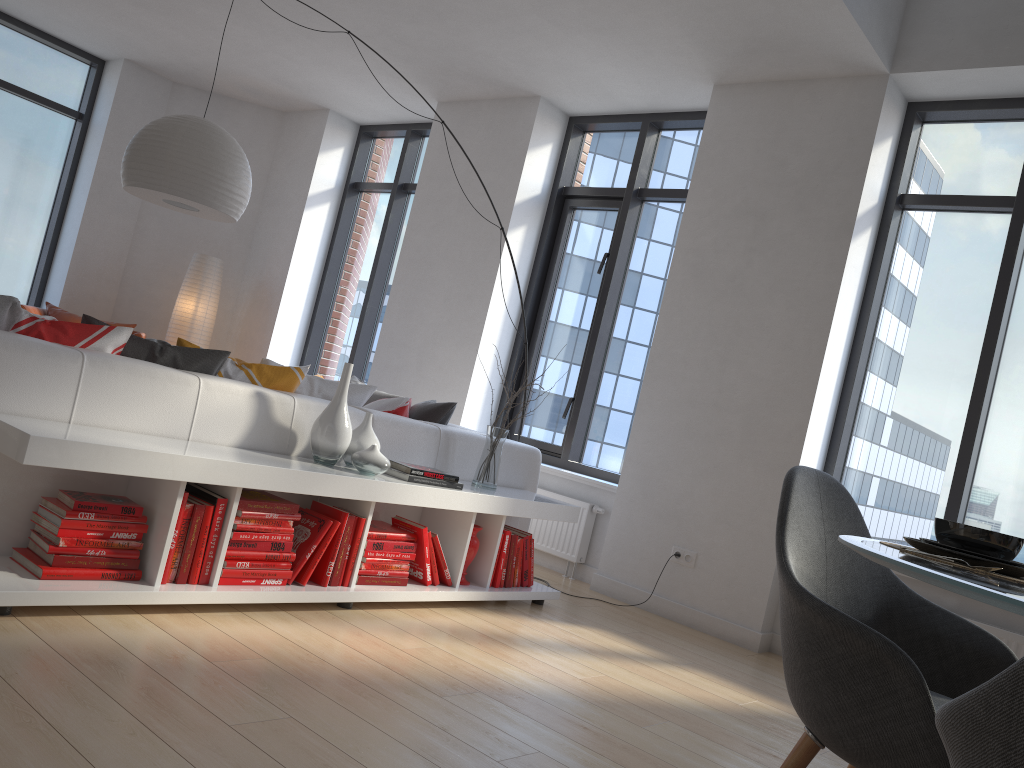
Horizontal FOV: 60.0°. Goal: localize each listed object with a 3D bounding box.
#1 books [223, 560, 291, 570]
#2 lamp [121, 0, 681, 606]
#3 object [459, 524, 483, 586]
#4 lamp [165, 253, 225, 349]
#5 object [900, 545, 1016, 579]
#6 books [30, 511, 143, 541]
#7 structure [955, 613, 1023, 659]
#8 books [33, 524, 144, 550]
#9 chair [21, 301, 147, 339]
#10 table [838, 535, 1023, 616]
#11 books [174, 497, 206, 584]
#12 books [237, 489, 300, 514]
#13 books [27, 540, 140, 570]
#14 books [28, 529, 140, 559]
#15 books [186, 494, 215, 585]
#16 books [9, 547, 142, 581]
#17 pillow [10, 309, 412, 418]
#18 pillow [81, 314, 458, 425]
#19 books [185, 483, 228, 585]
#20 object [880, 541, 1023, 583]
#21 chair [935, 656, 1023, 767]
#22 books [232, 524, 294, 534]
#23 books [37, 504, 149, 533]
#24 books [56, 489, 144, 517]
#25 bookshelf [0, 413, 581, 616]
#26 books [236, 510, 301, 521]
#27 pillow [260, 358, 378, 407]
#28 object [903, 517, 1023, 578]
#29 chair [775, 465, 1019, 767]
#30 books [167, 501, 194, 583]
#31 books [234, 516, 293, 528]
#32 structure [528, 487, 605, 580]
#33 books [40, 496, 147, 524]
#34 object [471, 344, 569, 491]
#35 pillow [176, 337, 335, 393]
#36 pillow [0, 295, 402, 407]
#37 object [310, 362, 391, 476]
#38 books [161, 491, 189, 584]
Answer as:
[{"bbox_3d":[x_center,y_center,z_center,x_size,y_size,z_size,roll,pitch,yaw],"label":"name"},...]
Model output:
[{"bbox_3d":[-0.927,0.605,3.074,0.187,0.026,0.266,12,-3,39],"label":"books"},{"bbox_3d":[-0.439,-0.424,4.687,3.199,2.647,0.710,14,-2,-14],"label":"lamp"},{"bbox_3d":[-0.216,0.750,3.938,0.125,0.258,0.125,13,-2,17],"label":"object"},{"bbox_3d":[-2.509,-0.264,7.350,0.804,1.550,0.502,14,-2,0],"label":"lamp"},{"bbox_3d":[0.904,0.348,1.724,0.206,0.015,0.309,12,-3,44],"label":"object"},{"bbox_3d":[-1.303,0.437,2.723,0.191,0.028,0.261,12,-3,40],"label":"books"},{"bbox_3d":[1.838,1.235,4.050,1.015,0.460,0.110,12,-3,40],"label":"structure"},{"bbox_3d":[-1.294,0.465,2.716,0.182,0.025,0.257,12,-3,40],"label":"books"},{"bbox_3d":[-3.350,-0.136,6.832,0.896,0.858,0.843,14,-2,-18],"label":"chair"},{"bbox_3d":[1.190,0.806,1.341,1.499,0.764,1.499,13,-2,29],"label":"table"},{"bbox_3d":[-1.098,0.495,2.888,0.207,0.259,0.034,12,-3,40],"label":"books"},{"bbox_3d":[-0.908,0.404,3.088,0.206,0.034,0.259,12,-3,37],"label":"books"},{"bbox_3d":[-1.309,0.519,2.713,0.206,0.034,0.259,12,-3,43],"label":"books"},{"bbox_3d":[-1.302,0.489,2.702,0.187,0.026,0.266,12,-3,45],"label":"books"},{"bbox_3d":[-1.066,0.503,2.911,0.195,0.259,0.042,12,-3,40],"label":"books"},{"bbox_3d":[-1.321,0.549,2.695,0.227,0.032,0.301,12,-3,40],"label":"books"},{"bbox_3d":[-1.174,0.096,3.737,0.575,0.449,2.250,12,-3,37],"label":"pillow"},{"bbox_3d":[-0.972,0.128,3.993,0.608,0.436,2.120,12,-3,36],"label":"pillow"},{"bbox_3d":[-1.045,0.493,2.941,0.214,0.291,0.049,12,-3,40],"label":"books"},{"bbox_3d":[0.908,0.358,1.731,0.360,0.002,0.360,14,-2,-8],"label":"object"},{"bbox_3d":[0.700,0.608,0.797,0.655,0.891,0.619,12,-3,41],"label":"chair"},{"bbox_3d":[-0.908,0.485,3.092,0.178,0.023,0.236,12,-3,40],"label":"books"},{"bbox_3d":[-1.282,0.414,2.716,0.179,0.028,0.269,12,-3,41],"label":"books"},{"bbox_3d":[-1.262,0.365,2.719,0.206,0.029,0.152,16,-3,-44],"label":"books"},{"bbox_3d":[-0.656,0.581,3.426,0.356,0.500,2.600,12,-3,40],"label":"bookshelf"},{"bbox_3d":[-0.897,0.437,3.096,0.187,0.026,0.266,12,-3,34],"label":"books"},{"bbox_3d":[-1.317,0.072,4.803,0.580,0.456,2.156,15,-2,-24],"label":"pillow"},{"bbox_3d":[0.908,0.319,1.740,0.258,0.074,0.258,13,-2,20],"label":"object"},{"bbox_3d":[0.776,0.664,1.783,0.655,0.891,0.619,16,-3,-44],"label":"chair"},{"bbox_3d":[-1.118,0.490,2.861,0.181,0.255,0.031,12,-3,40],"label":"books"},{"bbox_3d":[-0.920,0.458,3.084,0.182,0.025,0.257,12,-3,40],"label":"books"},{"bbox_3d":[0.111,0.868,5.522,1.015,0.460,0.110,12,-3,40],"label":"structure"},{"bbox_3d":[-1.280,0.388,2.718,0.178,0.025,0.254,12,-3,39],"label":"books"},{"bbox_3d":[0.015,0.129,4.068,0.406,0.744,0.607,14,-2,-10],"label":"object"},{"bbox_3d":[-1.255,0.093,4.490,0.630,0.440,2.095,14,-2,-3],"label":"pillow"},{"bbox_3d":[-1.475,-0.004,3.876,0.647,0.453,2.953,13,-2,28],"label":"pillow"},{"bbox_3d":[-0.614,0.130,3.454,0.316,0.398,0.319,15,-2,-26],"label":"object"},{"bbox_3d":[-1.133,0.467,2.833,0.208,0.294,0.036,12,-3,40],"label":"books"}]
